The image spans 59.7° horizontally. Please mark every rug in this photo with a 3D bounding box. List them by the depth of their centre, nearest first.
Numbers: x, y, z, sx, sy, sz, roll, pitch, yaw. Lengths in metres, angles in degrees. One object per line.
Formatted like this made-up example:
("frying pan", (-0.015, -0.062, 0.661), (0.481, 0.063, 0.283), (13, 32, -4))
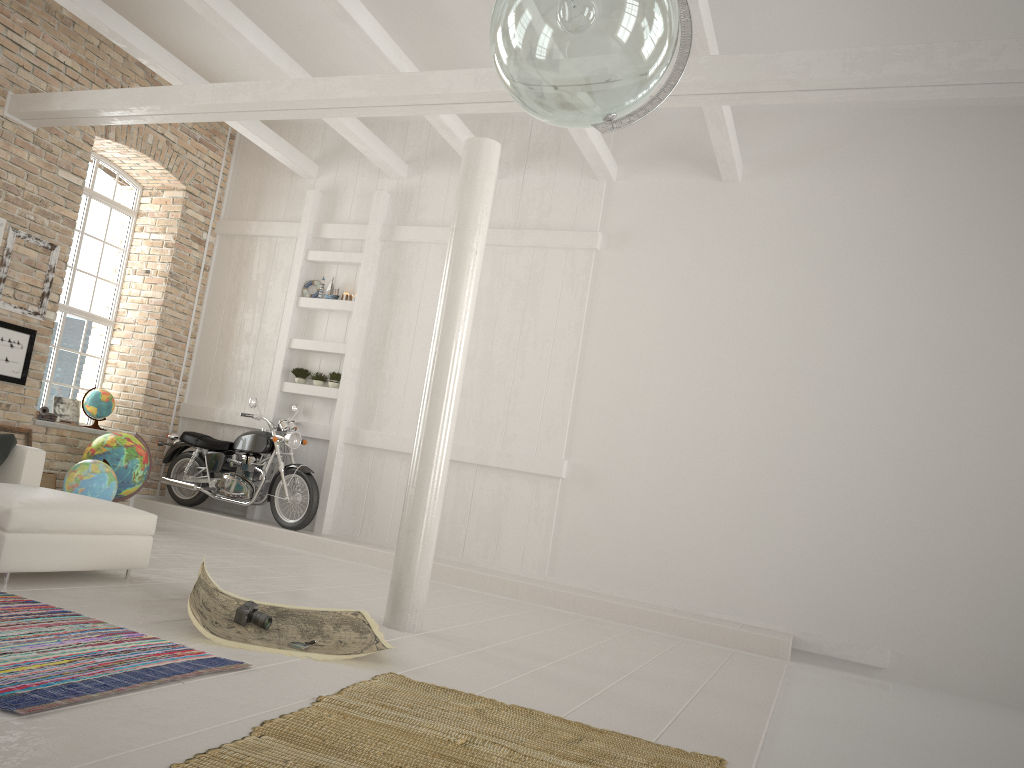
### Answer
("rug", (-0.087, 1.269, 2.909), (1.600, 0.021, 2.117), (8, -7, 16))
("rug", (-2.540, 0.964, 3.798), (2.817, 0.008, 1.341), (7, -8, 23))

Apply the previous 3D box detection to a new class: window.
("window", (0.531, -0.465, 7.166), (12.049, 2.983, 1.358), (6, -7, 25))

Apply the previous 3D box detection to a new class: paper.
("paper", (-1.195, 1.190, 4.845), (1.035, 0.264, 1.507), (11, -7, -13))

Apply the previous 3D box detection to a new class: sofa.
("sofa", (-3.731, 0.476, 4.629), (2.285, 0.840, 3.120), (7, -8, 22))

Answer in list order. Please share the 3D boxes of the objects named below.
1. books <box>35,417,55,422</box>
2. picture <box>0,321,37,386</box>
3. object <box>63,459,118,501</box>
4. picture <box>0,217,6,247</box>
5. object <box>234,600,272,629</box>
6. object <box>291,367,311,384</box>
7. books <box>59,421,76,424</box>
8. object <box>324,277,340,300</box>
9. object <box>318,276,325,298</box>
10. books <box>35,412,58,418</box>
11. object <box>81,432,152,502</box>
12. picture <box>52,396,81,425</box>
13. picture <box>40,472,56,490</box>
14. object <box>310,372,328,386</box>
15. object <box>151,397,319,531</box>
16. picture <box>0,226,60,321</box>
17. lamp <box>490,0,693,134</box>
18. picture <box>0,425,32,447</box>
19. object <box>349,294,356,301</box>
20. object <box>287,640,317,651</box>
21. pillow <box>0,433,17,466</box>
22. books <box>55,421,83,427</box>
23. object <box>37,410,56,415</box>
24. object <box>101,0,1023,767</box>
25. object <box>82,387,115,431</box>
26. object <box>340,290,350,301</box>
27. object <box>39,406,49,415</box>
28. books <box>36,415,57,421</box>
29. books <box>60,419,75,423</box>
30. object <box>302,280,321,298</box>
("books", (-4.762, 0.355, 8.985), (0.213, 0.025, 0.243), (7, -8, 23))
("picture", (-4.689, -0.306, 8.160), (0.033, 0.534, 0.679), (7, -7, 20))
("object", (-3.632, 0.945, 7.651), (0.425, 0.630, 0.471), (12, -7, -27))
("picture", (-4.635, -1.378, 7.983), (0.013, 0.258, 0.185), (7, -7, 20))
("object", (-1.353, 1.215, 4.697), (0.178, 0.124, 0.141), (7, -7, 23))
("object", (-2.329, -0.090, 9.815), (0.227, 0.180, 0.257), (10, -7, -7))
("books", (-4.522, 0.392, 9.080), (0.136, 0.014, 0.104), (9, -7, 6))
("object", (-1.970, -1.053, 9.822), (0.250, 0.260, 0.059), (4, -8, 38))
("object", (-2.118, -1.069, 9.926), (0.064, 0.267, 0.070), (12, -7, -23))
("books", (-4.757, 0.306, 9.002), (0.212, 0.026, 0.247), (8, -7, 18))
("object", (-3.969, 0.914, 8.878), (0.656, 0.922, 0.656), (9, -6, -2))
("picture", (-4.898, 0.303, 9.799), (0.071, 0.292, 0.374), (7, -7, 20))
("picture", (-4.601, 1.051, 8.779), (0.100, 0.350, 0.255), (7, -7, 21))
("object", (-2.106, -0.051, 9.729), (0.232, 0.157, 0.224), (8, -7, 15))
("object", (-2.913, 0.774, 9.597), (2.268, 1.326, 0.779), (7, -7, 20))
("picture", (-4.536, -1.020, 8.337), (0.027, 0.747, 0.574), (7, -7, 21))
("lamp", (0.273, -1.468, 2.471), (0.536, 1.596, 0.469), (4, -8, 37))
("picture", (-4.667, 0.771, 8.273), (0.234, 0.746, 0.481), (7, -7, 21))
("object", (-1.718, -0.931, 9.726), (0.102, 0.088, 0.111), (13, -7, -26))
("object", (-1.021, 1.288, 4.418), (0.101, 0.019, 0.218), (8, -7, 17))
("pillow", (-3.563, 0.447, 5.928), (0.430, 0.304, 0.330), (8, -7, 14))
("books", (-4.516, 0.411, 9.083), (0.185, 0.022, 0.217), (7, -8, 22))
("object", (-4.743, 0.285, 8.997), (0.167, 0.020, 0.203), (7, -8, 22))
("object", (-0.611, -1.107, 3.978), (12.484, 4.789, 9.634), (7, -7, 23))
("object", (-4.519, 0.271, 9.740), (0.349, 0.464, 0.311), (6, -7, 28))
("object", (-1.824, -0.959, 9.780), (0.115, 0.119, 0.099), (4, -8, 40))
("object", (-4.747, 0.271, 9.039), (0.090, 0.089, 0.504), (13, -8, -27))
("books", (-4.762, 0.329, 8.990), (0.213, 0.029, 0.242), (7, -8, 22))
("books", (-4.529, 0.378, 9.080), (0.102, 0.013, 0.134), (10, -7, -3))
("object", (-2.239, -1.060, 10.005), (0.243, 0.228, 0.068), (8, -6, 16))
